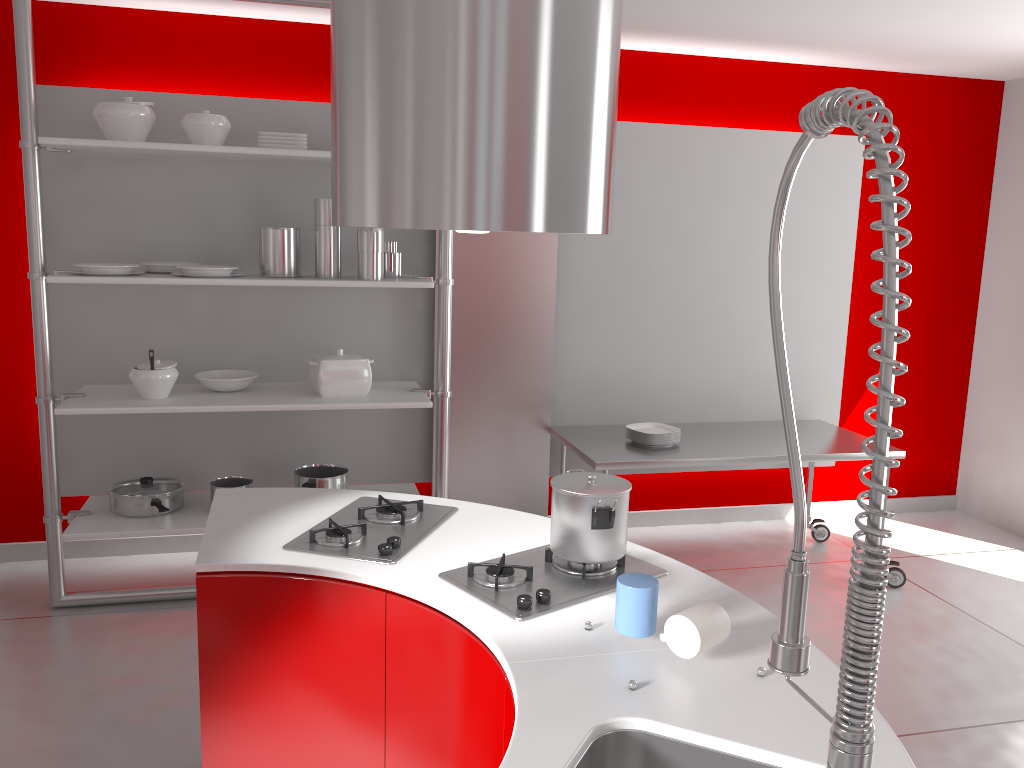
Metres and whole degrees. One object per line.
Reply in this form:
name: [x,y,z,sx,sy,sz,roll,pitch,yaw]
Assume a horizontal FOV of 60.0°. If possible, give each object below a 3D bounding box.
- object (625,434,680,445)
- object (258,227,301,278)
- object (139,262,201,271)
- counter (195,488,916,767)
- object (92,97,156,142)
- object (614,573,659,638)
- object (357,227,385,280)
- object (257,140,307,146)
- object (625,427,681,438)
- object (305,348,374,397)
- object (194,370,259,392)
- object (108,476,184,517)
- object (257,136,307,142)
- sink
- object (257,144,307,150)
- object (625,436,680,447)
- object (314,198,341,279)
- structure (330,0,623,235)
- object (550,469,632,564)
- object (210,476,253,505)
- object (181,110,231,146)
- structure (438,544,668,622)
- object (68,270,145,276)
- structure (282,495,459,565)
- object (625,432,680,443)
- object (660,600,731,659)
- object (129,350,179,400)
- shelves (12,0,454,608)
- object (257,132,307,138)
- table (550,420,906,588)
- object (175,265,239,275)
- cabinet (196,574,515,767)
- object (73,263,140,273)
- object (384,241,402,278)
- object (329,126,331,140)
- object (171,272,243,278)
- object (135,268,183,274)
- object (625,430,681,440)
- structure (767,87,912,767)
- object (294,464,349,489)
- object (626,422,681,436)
object: [0.666,0.258,4.206,0.228,0.020,0.228,-4,12,-32]
object: [-0.981,-0.555,3.730,0.184,0.205,0.172,0,10,-9]
object: [-1.462,-0.495,3.795,0.244,0.042,0.244,-2,11,-22]
counter: [-0.426,1.005,1.237,1.868,0.880,2.865,5,10,19]
object: [-1.539,-1.045,3.524,0.231,0.191,0.231,7,11,26]
object: [0.230,0.424,1.721,0.080,0.100,0.109,-7,13,-40]
object: [-0.593,-0.576,3.727,0.115,0.274,0.115,-2,11,-21]
object: [-0.958,-0.993,3.704,0.200,0.030,0.200,-1,10,-14]
object: [0.667,0.228,4.201,0.228,0.020,0.228,-4,12,-32]
object: [-0.763,-0.058,3.925,0.282,0.197,0.235,-3,11,-24]
object: [-1.255,-0.007,3.905,0.272,0.072,0.272,10,13,39]
object: [-1.591,0.483,3.830,0.308,0.130,0.407,1,10,-7]
object: [-0.957,-1.007,3.702,0.200,0.030,0.200,-1,10,-14]
sink: [0.273,0.683,1.257,0.428,0.172,0.326,6,11,24]
object: [-0.958,-0.977,3.707,0.200,0.030,0.200,-1,10,-14]
object: [0.666,0.268,4.208,0.228,0.020,0.228,-4,12,-32]
object: [-0.773,-0.610,3.727,0.109,0.329,0.110,-1,10,-16]
structure: [-0.078,-0.824,1.990,0.644,0.958,0.644,10,13,41]
object: [0.181,0.302,2.067,0.218,0.185,0.189,9,12,37]
object: [-1.228,0.488,3.890,0.196,0.122,0.182,8,12,33]
object: [-1.242,-1.031,3.603,0.192,0.153,0.192,2,10,-1]
structure: [0.098,0.419,2.027,0.457,0.037,0.303,-6,13,-39]
object: [-1.613,-0.441,3.535,0.280,0.015,0.280,6,11,22]
structure: [-0.352,0.357,2.308,0.303,0.037,0.457,4,10,16]
object: [0.667,0.248,4.204,0.228,0.020,0.228,-4,12,-32]
object: [0.331,0.449,1.643,0.100,0.080,0.109,-8,14,-43]
object: [-1.488,-0.049,3.684,0.192,0.214,0.192,-3,11,-27]
shelves: [-1.108,-0.330,3.797,1.735,2.599,0.535,-1,10,-14]
object: [-0.957,-1.023,3.699,0.200,0.030,0.200,-1,10,-14]
table: [1.046,0.602,4.408,1.627,0.682,0.749,-1,10,-13]
object: [-1.240,-0.457,3.611,0.244,0.042,0.244,-4,11,-29]
cabinet: [-0.697,0.970,1.206,1.025,0.761,1.875,8,11,31]
object: [-1.613,-0.455,3.532,0.244,0.042,0.244,-4,11,-29]
object: [-0.550,-0.553,3.938,0.127,0.157,0.127,1,10,-4]
object: [-0.637,-1.082,3.804,0.287,0.222,0.287,7,11,29]
object: [-1.240,-0.444,3.613,0.280,0.015,0.280,4,10,15]
object: [-1.462,-0.482,3.798,0.280,0.015,0.280,6,11,22]
object: [0.667,0.238,4.203,0.228,0.020,0.228,-4,12,-32]
structure: [0.284,0.175,0.874,0.178,0.920,0.308,7,11,29]
object: [-0.852,0.466,3.967,0.240,0.161,0.259,-4,11,-31]
object: [0.667,0.218,4.199,0.228,0.020,0.228,-4,12,-32]
